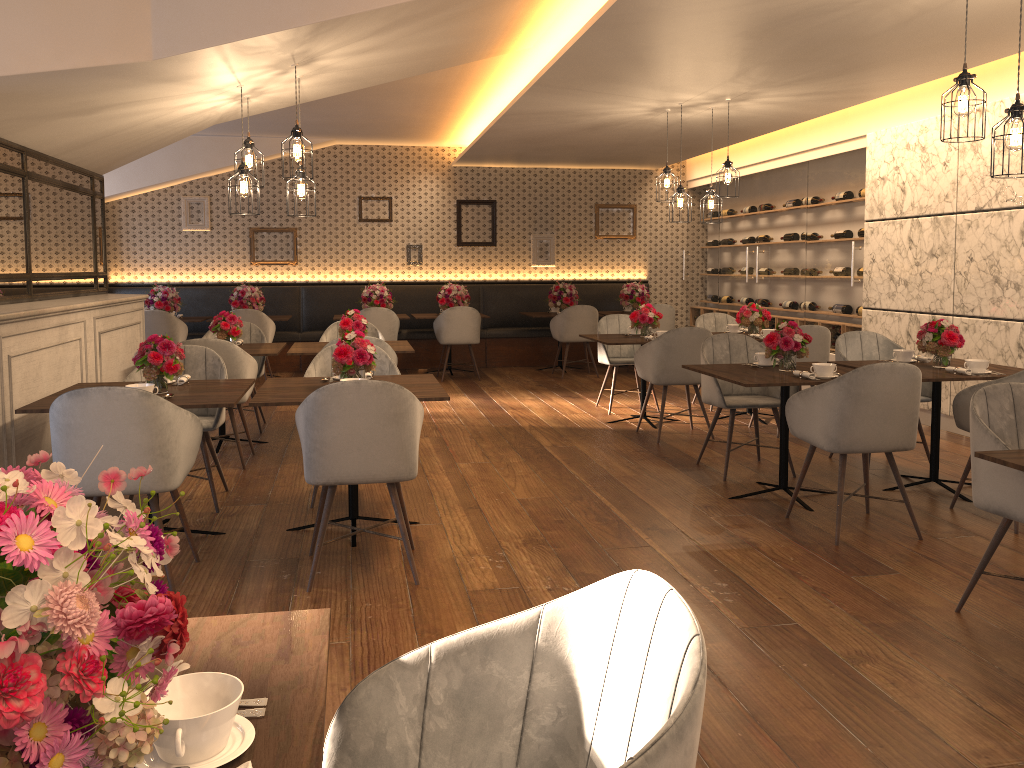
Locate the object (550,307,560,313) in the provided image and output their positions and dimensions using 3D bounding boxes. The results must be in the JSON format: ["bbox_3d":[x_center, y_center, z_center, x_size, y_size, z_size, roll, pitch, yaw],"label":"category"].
[{"bbox_3d":[0.563,-0.969,11.556,0.148,0.072,0.149,5,9,37],"label":"object"}]

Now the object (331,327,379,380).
[{"bbox_3d":[-0.778,-0.133,4.412,0.234,0.300,0.307,1,6,9],"label":"object"}]

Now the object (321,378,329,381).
[{"bbox_3d":[-0.997,-0.028,4.713,0.043,0.015,0.198,-2,8,-14],"label":"object"}]

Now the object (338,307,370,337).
[{"bbox_3d":[-1.191,-0.433,6.690,0.234,0.300,0.307,1,6,9],"label":"object"}]

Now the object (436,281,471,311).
[{"bbox_3d":[-0.722,-1.057,10.914,0.420,0.423,0.407,-1,6,-8],"label":"object"}]

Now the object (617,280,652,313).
[{"bbox_3d":[1.571,-1.123,11.351,0.406,0.423,0.421,4,7,33],"label":"object"}]

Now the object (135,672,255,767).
[{"bbox_3d":[-0.396,0.420,1.098,0.148,0.072,0.149,4,8,32],"label":"object"}]

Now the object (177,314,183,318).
[{"bbox_3d":[-4.024,-0.826,10.731,0.056,0.039,0.176,-1,7,-10],"label":"object"}]

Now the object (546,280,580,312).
[{"bbox_3d":[0.648,-1.096,11.174,0.406,0.423,0.421,3,7,32],"label":"object"}]

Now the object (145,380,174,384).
[{"bbox_3d":[-1.819,-0.037,4.583,0.148,0.072,0.148,-7,9,-42],"label":"object"}]

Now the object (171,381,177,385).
[{"bbox_3d":[-1.739,-0.014,4.589,0.025,0.024,0.193,-1,8,-10],"label":"object"}]

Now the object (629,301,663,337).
[{"bbox_3d":[1.138,-0.548,7.487,0.305,0.300,0.235,-4,7,-32],"label":"object"}]

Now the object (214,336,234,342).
[{"bbox_3d":[-2.232,-0.337,6.861,0.148,0.072,0.148,-7,9,-42],"label":"object"}]

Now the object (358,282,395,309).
[{"bbox_3d":[-1.656,-1.043,10.847,0.406,0.423,0.421,4,7,33],"label":"object"}]

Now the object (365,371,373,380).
[{"bbox_3d":[-0.777,-0.048,4.772,0.056,0.039,0.176,-1,7,-10],"label":"object"}]

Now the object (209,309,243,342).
[{"bbox_3d":[-2.113,-0.406,6.512,0.234,0.300,0.306,-4,7,-35],"label":"object"}]

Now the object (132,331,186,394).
[{"bbox_3d":[-1.700,-0.106,4.234,0.234,0.300,0.306,-4,7,-35],"label":"object"}]

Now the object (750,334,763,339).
[{"bbox_3d":[2.021,-0.396,7.317,0.056,0.039,0.176,-1,7,-10],"label":"object"}]

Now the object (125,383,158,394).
[{"bbox_3d":[-1.675,0.041,3.992,0.148,0.072,0.148,-7,9,-42],"label":"object"}]

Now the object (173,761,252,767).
[{"bbox_3d":[-0.376,0.452,0.987,0.175,0.039,0.056,-2,7,-10],"label":"object"}]

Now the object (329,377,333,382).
[{"bbox_3d":[-0.961,-0.022,4.713,0.022,0.004,0.212,-2,8,-10],"label":"object"}]

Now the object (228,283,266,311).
[{"bbox_3d":[-3.139,-0.990,10.490,0.420,0.423,0.407,-3,6,-22],"label":"object"}]

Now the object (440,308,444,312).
[{"bbox_3d":[-0.842,-0.931,11.302,0.148,0.072,0.149,5,9,37],"label":"object"}]

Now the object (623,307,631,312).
[{"bbox_3d":[1.549,-0.996,11.733,0.148,0.072,0.149,4,8,32],"label":"object"}]

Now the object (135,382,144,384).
[{"bbox_3d":[-1.927,-0.002,4.546,0.043,0.015,0.198,-2,8,-14],"label":"object"}]

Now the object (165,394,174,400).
[{"bbox_3d":[-1.575,0.064,4.031,0.043,0.015,0.198,-1,8,-6],"label":"object"}]

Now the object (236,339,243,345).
[{"bbox_3d":[-2.120,-0.323,6.882,0.056,0.039,0.176,-1,7,-10],"label":"object"}]

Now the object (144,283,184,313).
[{"bbox_3d":[-4.073,-0.965,10.327,0.406,0.423,0.421,3,7,32],"label":"object"}]

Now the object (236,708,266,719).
[{"bbox_3d":[-0.436,0.445,1.172,0.211,0.004,0.022,-2,8,-10],"label":"object"}]

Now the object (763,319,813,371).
[{"bbox_3d":[1.579,-0.227,5.054,0.305,0.300,0.235,-4,7,-32],"label":"object"}]

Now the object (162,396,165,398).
[{"bbox_3d":[-1.603,0.070,4.034,0.022,0.004,0.212,-2,8,-10],"label":"object"}]

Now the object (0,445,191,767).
[{"bbox_3d":[-0.560,0.266,0.927,0.420,0.423,0.407,-3,6,-22],"label":"object"}]

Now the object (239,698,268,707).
[{"bbox_3d":[-0.435,0.435,1.208,0.197,0.015,0.043,-2,7,-14],"label":"object"}]

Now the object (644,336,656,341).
[{"bbox_3d":[1.117,-0.371,7.155,0.056,0.039,0.176,-1,7,-10],"label":"object"}]

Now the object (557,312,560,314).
[{"bbox_3d":[0.595,-0.872,10.945,0.056,0.039,0.176,-1,7,-10],"label":"object"}]

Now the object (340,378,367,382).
[{"bbox_3d":[-0.745,0.016,4.159,0.148,0.072,0.148,-7,9,-42],"label":"object"}]

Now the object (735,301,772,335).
[{"bbox_3d":[2.078,-0.569,7.625,0.305,0.300,0.235,1,6,11],"label":"object"}]

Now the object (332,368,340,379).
[{"bbox_3d":[-0.889,-0.062,4.750,0.148,0.072,0.148,-7,9,-42],"label":"object"}]

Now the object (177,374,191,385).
[{"bbox_3d":[-1.707,-0.023,4.604,0.056,0.039,0.176,-1,7,-10],"label":"object"}]

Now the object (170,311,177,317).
[{"bbox_3d":[-4.137,-0.840,10.709,0.148,0.072,0.149,5,9,37],"label":"object"}]

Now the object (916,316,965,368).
[{"bbox_3d":[2.522,-0.249,5.194,0.234,0.300,0.307,-1,6,-8],"label":"object"}]
